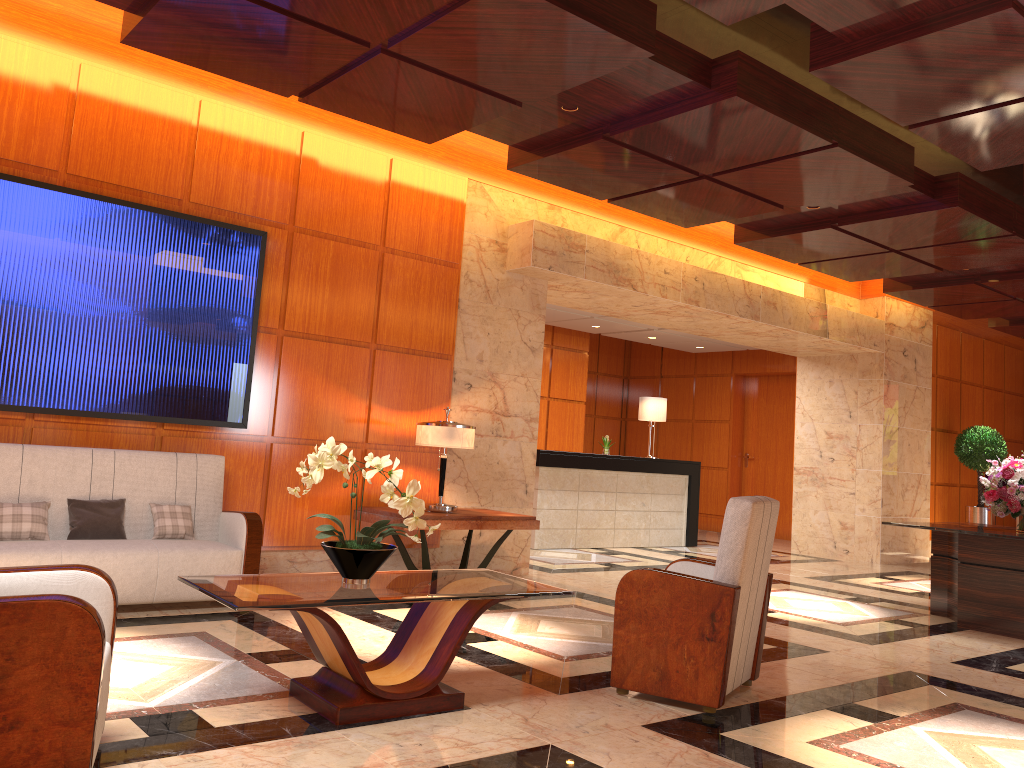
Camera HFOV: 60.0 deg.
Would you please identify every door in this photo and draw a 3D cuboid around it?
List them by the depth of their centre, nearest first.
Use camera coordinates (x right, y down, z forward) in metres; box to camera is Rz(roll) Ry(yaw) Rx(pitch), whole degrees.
[{"bbox_3d":[4.236,1.170,14.580,0.339,2.709,1.284,9,-8,-39],"label":"door"}]

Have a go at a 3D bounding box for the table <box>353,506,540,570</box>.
[{"bbox_3d":[-0.513,1.295,6.864,1.266,0.609,0.725,8,-7,-39],"label":"table"}]

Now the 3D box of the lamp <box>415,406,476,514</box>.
[{"bbox_3d":[-0.524,0.576,6.808,0.457,0.813,0.457,8,-7,-30],"label":"lamp"}]

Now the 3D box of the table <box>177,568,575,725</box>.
[{"bbox_3d":[-0.567,1.113,3.810,1.555,0.498,0.721,7,-6,-36],"label":"table"}]

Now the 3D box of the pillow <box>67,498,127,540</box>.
[{"bbox_3d":[-2.535,0.827,5.410,0.356,0.254,0.160,9,-8,-42],"label":"pillow"}]

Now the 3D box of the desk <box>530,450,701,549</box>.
[{"bbox_3d":[1.118,1.488,11.477,2.917,1.146,0.940,8,-7,-39],"label":"desk"}]

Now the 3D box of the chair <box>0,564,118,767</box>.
[{"bbox_3d":[-1.557,0.714,2.730,0.627,0.965,0.736,6,-6,-20],"label":"chair"}]

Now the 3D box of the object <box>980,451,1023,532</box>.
[{"bbox_3d":[4.151,0.862,7.151,0.649,0.661,0.677,-1,-7,42],"label":"object"}]

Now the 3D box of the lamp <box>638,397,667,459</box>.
[{"bbox_3d":[1.905,0.601,12.082,0.372,0.824,0.371,6,-6,-14],"label":"lamp"}]

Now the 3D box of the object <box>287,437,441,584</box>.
[{"bbox_3d":[-0.656,0.548,3.844,0.788,0.620,0.415,1,-7,28],"label":"object"}]

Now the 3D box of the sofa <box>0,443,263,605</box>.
[{"bbox_3d":[-2.478,0.866,5.365,1.793,0.936,0.612,8,-7,-38],"label":"sofa"}]

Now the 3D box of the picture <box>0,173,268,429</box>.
[{"bbox_3d":[-2.640,-0.501,5.853,1.990,1.459,0.056,8,-8,-39],"label":"picture"}]

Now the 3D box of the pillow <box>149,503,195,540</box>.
[{"bbox_3d":[-2.169,0.887,5.661,0.272,0.231,0.202,8,-7,-36],"label":"pillow"}]

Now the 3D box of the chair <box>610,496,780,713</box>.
[{"bbox_3d":[0.929,1.014,4.364,0.628,0.965,0.734,1,-7,30],"label":"chair"}]

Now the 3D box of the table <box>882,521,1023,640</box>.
[{"bbox_3d":[4.116,1.564,7.082,1.595,0.748,1.598,8,-6,-39],"label":"table"}]

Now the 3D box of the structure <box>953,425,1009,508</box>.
[{"bbox_3d":[6.755,1.438,12.781,0.721,1.720,0.718,1,-7,29],"label":"structure"}]

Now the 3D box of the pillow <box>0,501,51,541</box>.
[{"bbox_3d":[-2.852,0.791,5.116,0.343,0.228,0.195,7,-7,-34],"label":"pillow"}]
